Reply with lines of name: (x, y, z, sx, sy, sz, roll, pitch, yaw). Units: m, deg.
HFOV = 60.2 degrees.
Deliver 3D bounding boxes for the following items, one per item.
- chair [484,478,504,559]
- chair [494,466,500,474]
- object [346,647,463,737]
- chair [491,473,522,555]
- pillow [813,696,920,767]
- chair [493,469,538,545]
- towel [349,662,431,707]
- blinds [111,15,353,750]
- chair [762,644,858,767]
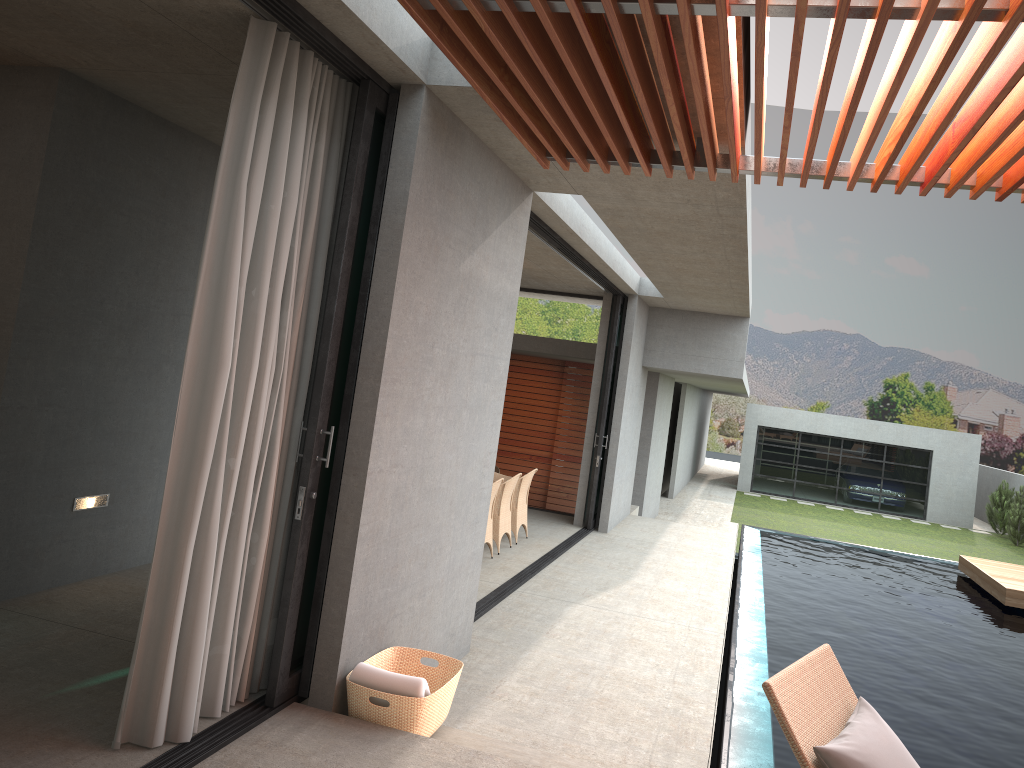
chair: (-0.453, 1.344, 9.045, 0.631, 0.868, 0.613, 7, -3, 16)
chair: (-0.592, 1.852, 15.552, 0.625, 0.868, 0.619, 10, -4, -44)
object: (-0.529, 1.545, 4.297, 0.447, 0.302, 0.676, 8, 0, 15)
chair: (-0.260, 1.364, 9.754, 0.631, 0.868, 0.613, 7, -3, 16)
pillow: (1.201, 1.311, 2.726, 0.428, 0.429, 0.604, 7, -1, 34)
chair: (-0.067, 1.383, 10.464, 0.631, 0.868, 0.613, 7, -3, 16)
towel: (-0.556, 1.484, 4.156, 0.370, 0.313, 0.307, 7, -2, 16)
blinds: (-1.141, -0.043, 3.875, 0.230, 2.951, 0.878, 7, -4, 12)
chair: (1.821, 1.473, 2.289, 2.304, 0.832, 0.694, 8, -2, 35)
